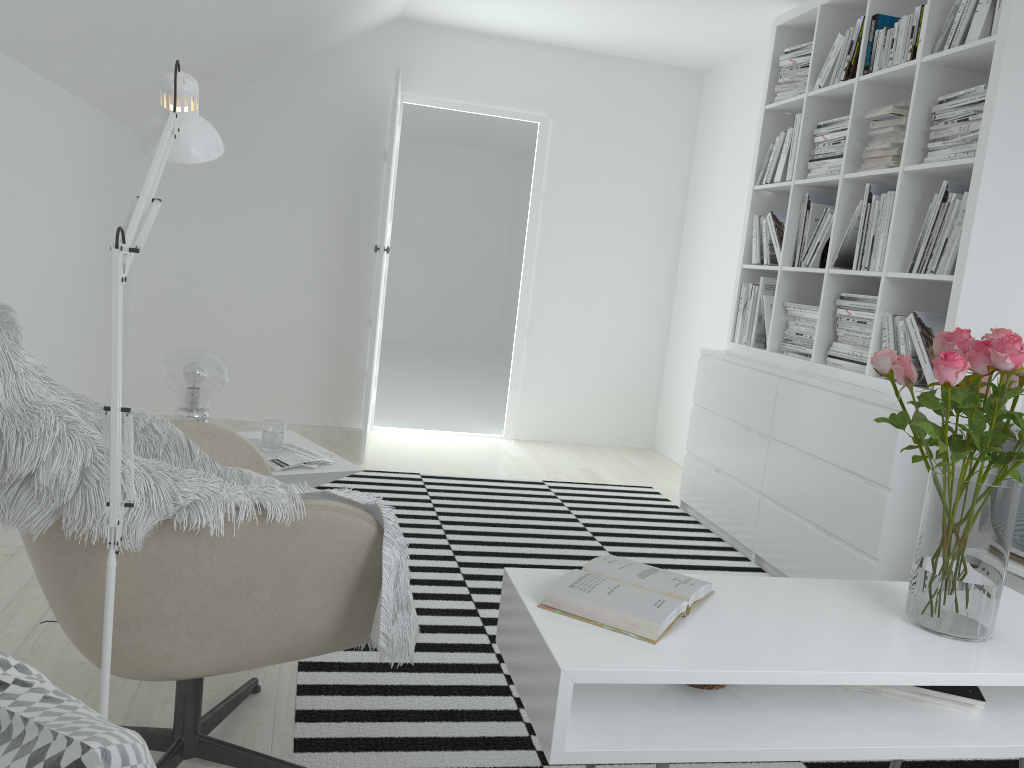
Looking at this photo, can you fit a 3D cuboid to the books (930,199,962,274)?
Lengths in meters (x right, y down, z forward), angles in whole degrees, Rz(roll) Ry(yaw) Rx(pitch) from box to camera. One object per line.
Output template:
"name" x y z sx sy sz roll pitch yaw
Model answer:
"books" 1.546 -0.489 3.024 0.167 0.258 0.085 5 8 -13

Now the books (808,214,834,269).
"books" 1.400 -0.605 3.773 0.182 0.257 0.158 5 8 -13

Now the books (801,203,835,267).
"books" 1.375 -0.639 3.897 0.182 0.288 0.016 5 8 -13

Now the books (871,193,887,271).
"books" 1.458 -0.559 3.336 0.182 0.288 0.016 5 8 -13

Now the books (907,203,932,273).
"books" 1.513 -0.504 3.143 0.161 0.248 0.077 5 8 -13

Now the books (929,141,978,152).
"books" 1.573 -0.799 3.018 0.161 0.013 0.254 5 8 -13

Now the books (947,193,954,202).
"books" 1.550 -0.508 3.077 0.182 0.282 0.090 5 8 -13

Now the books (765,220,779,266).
"books" 1.265 -0.652 4.142 0.161 0.213 0.118 5 8 -13

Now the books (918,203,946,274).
"books" 1.529 -0.496 3.094 0.161 0.248 0.078 5 8 -13

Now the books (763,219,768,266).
"books" 1.263 -0.660 4.180 0.161 0.218 0.101 5 8 -13

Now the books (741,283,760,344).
"books" 1.218 -0.332 4.311 0.180 0.296 0.028 5 8 -13

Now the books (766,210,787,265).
"books" 1.286 -0.662 4.074 0.176 0.255 0.226 5 8 -13

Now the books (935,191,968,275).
"books" 1.565 -0.497 3.006 0.182 0.282 0.090 5 8 -13

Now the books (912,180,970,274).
"books" 1.532 -0.534 3.097 0.176 0.325 0.109 5 8 -13

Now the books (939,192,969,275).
"books" 1.570 -0.499 2.982 0.180 0.293 0.103 5 8 -13

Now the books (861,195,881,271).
"books" 1.431 -0.568 3.390 0.159 0.285 0.012 5 8 -13

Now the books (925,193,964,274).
"books" 1.540 -0.504 3.047 0.159 0.278 0.085 5 8 -13

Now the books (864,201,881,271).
"books" 1.437 -0.553 3.366 0.167 0.263 0.017 5 8 -13

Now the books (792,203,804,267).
"books" 1.340 -0.649 3.941 0.159 0.285 0.012 5 8 -13

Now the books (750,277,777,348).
"books" 1.232 -0.331 4.184 0.176 0.331 0.025 5 8 -13

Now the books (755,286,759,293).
"books" 1.220 -0.316 4.229 0.159 0.285 0.012 5 8 -13

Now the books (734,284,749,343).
"books" 1.193 -0.337 4.349 0.182 0.288 0.016 5 8 -13

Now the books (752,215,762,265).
"books" 1.246 -0.687 4.281 0.172 0.239 0.093 5 8 -13

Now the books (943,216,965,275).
"books" 1.569 -0.484 2.962 0.174 0.269 0.091 5 8 -13

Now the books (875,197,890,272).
"books" 1.451 -0.546 3.288 0.174 0.273 0.021 5 8 -13

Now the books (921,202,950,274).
"books" 1.527 -0.493 3.063 0.161 0.249 0.078 5 8 -13

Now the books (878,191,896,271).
"books" 1.448 -0.549 3.251 0.182 0.288 0.016 5 8 -13

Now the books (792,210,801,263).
"books" 1.339 -0.637 3.956 0.161 0.254 0.012 5 8 -13

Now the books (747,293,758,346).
"books" 1.212 -0.300 4.217 0.161 0.256 0.013 5 8 -13

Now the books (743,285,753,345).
"books" 1.223 -0.325 4.290 0.182 0.288 0.016 5 8 -13

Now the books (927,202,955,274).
"books" 1.534 -0.488 3.039 0.161 0.248 0.077 5 8 -13

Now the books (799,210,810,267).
"books" 1.355 -0.627 3.908 0.161 0.254 0.013 5 8 -13

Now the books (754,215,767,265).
"books" 1.244 -0.679 4.237 0.172 0.235 0.112 5 8 -13

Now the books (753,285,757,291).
"books" 1.226 -0.323 4.275 0.182 0.288 0.016 5 8 -13

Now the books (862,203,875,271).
"books" 1.425 -0.551 3.379 0.161 0.254 0.012 5 8 -13

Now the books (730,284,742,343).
"books" 1.179 -0.340 4.362 0.182 0.288 0.016 5 8 -13

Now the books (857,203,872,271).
"books" 1.418 -0.556 3.402 0.161 0.256 0.013 5 8 -13

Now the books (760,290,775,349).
"books" 1.235 -0.294 4.110 0.159 0.263 0.131 5 8 -13

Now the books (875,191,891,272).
"books" 1.463 -0.559 3.313 0.180 0.296 0.028 5 8 -13

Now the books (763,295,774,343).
"books" 1.242 -0.283 4.095 0.161 0.235 0.118 5 8 -13

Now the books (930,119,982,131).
"books" 1.574 -0.869 3.004 0.161 0.012 0.254 4 8 -18

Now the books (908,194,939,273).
"books" 1.514 -0.518 3.123 0.159 0.278 0.085 5 8 -13

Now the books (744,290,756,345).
"books" 1.215 -0.309 4.257 0.167 0.263 0.017 5 8 -13

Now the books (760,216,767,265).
"books" 1.253 -0.672 4.207 0.152 0.232 0.104 5 8 -13

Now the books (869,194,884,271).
"books" 1.456 -0.561 3.351 0.182 0.288 0.016 5 8 -13

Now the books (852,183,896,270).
"books" 1.425 -0.597 3.429 0.176 0.331 0.025 5 8 -13

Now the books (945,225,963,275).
"books" 1.555 -0.487 2.919 0.182 0.282 0.090 5 8 -13

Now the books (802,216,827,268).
"books" 1.368 -0.599 3.813 0.161 0.226 0.137 5 8 -13

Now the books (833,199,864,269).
"books" 1.396 -0.584 3.506 0.159 0.263 0.131 5 8 -13

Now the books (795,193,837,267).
"books" 1.356 -0.667 3.921 0.176 0.331 0.025 5 8 -13

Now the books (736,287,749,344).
"books" 1.196 -0.326 4.332 0.174 0.273 0.021 5 8 -13

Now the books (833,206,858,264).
"books" 1.395 -0.578 3.525 0.161 0.235 0.118 5 8 -13
